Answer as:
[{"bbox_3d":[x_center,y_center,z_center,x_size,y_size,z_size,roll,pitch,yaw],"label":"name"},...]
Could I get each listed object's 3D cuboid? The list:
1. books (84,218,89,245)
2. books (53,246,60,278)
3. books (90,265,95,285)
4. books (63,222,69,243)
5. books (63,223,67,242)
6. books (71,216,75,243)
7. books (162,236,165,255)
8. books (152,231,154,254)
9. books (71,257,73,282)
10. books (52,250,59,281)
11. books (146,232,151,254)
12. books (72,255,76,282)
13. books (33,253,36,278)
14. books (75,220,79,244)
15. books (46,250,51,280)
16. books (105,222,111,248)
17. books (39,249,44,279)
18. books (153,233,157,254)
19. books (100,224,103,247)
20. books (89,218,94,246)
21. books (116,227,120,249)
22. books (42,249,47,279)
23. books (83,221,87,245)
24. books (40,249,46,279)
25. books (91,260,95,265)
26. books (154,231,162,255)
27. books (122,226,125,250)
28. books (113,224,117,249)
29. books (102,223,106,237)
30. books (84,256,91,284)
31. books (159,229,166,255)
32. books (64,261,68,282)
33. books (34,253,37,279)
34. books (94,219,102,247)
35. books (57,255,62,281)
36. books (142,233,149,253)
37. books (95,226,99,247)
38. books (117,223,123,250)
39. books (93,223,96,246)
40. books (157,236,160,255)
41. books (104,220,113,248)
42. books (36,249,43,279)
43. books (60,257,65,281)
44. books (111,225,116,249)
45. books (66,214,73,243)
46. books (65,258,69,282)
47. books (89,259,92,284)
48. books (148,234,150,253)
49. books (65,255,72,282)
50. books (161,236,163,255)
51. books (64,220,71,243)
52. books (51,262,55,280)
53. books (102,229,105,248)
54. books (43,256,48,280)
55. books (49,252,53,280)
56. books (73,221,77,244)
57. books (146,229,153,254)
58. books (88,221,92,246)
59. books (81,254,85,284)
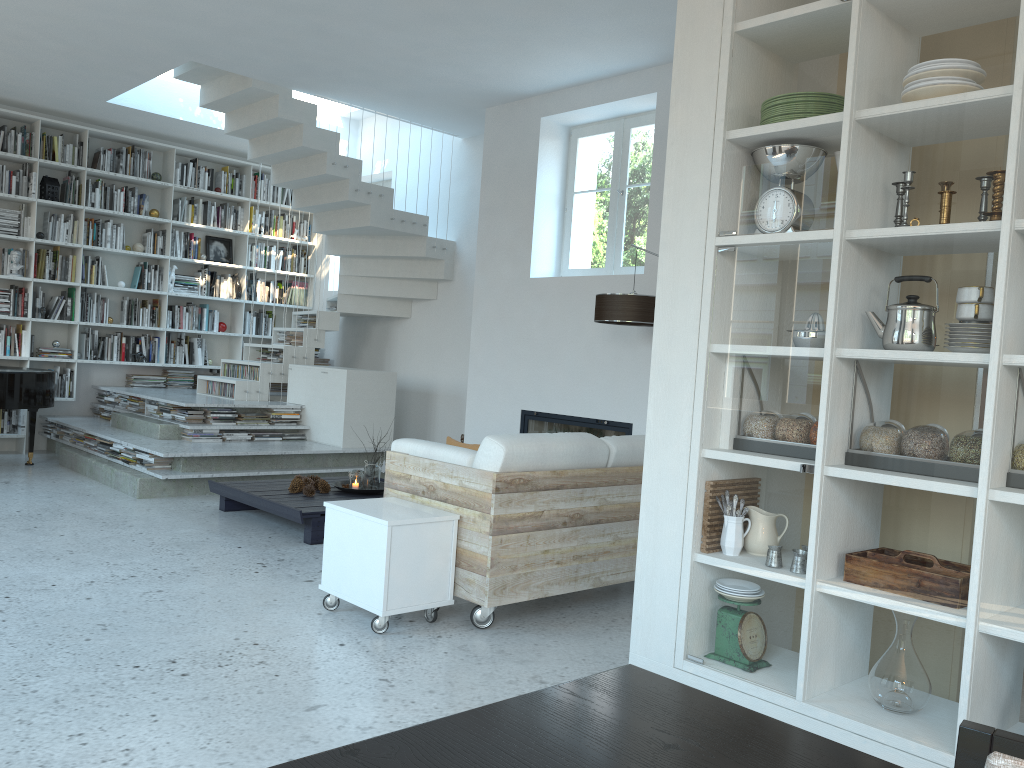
[{"bbox_3d":[-4.186,-1.483,8.701,0.014,0.278,0.153,2,3,-43],"label":"books"},{"bbox_3d":[-4.393,-1.153,8.527,0.021,0.338,0.169,2,3,-43],"label":"books"},{"bbox_3d":[-4.150,-1.069,8.728,0.017,0.192,0.191,2,3,-43],"label":"books"},{"bbox_3d":[-4.319,-1.454,8.557,0.029,0.211,0.157,2,3,-43],"label":"books"},{"bbox_3d":[-4.334,-1.448,8.542,0.027,0.196,0.185,2,3,-43],"label":"books"},{"bbox_3d":[-4.283,-1.486,8.596,0.025,0.277,0.173,2,3,-43],"label":"books"},{"bbox_3d":[-3.641,-1.422,9.192,0.012,0.206,0.169,2,3,-43],"label":"books"},{"bbox_3d":[-3.726,-1.445,9.127,0.016,0.244,0.151,2,3,-43],"label":"books"},{"bbox_3d":[-4.309,-1.105,8.632,0.019,0.248,0.148,2,3,-43],"label":"books"},{"bbox_3d":[-4.391,-1.130,8.506,0.019,0.293,0.182,2,3,-43],"label":"books"},{"bbox_3d":[-3.748,-1.441,9.108,0.012,0.232,0.154,2,3,-43],"label":"books"},{"bbox_3d":[-4.292,-1.114,8.643,0.033,0.269,0.141,2,3,-43],"label":"books"},{"bbox_3d":[-4.548,-1.114,8.403,0.014,0.244,0.145,2,3,-43],"label":"books"},{"bbox_3d":[-4.258,-1.465,8.620,0.026,0.238,0.173,2,3,-43],"label":"books"},{"bbox_3d":[-4.447,-1.134,8.472,0.019,0.294,0.163,2,3,-43],"label":"books"},{"bbox_3d":[-4.034,-1.468,8.805,0.030,0.263,0.182,2,3,-43],"label":"books"},{"bbox_3d":[-4.501,-1.136,8.438,0.035,0.293,0.145,2,3,-43],"label":"books"},{"bbox_3d":[-3.707,-1.437,9.147,0.016,0.228,0.160,2,3,-43],"label":"books"},{"bbox_3d":[-4.087,-1.458,8.770,0.022,0.237,0.164,2,3,-43],"label":"books"},{"bbox_3d":[-4.158,-1.485,8.744,0.014,0.284,0.135,2,3,-43],"label":"books"},{"bbox_3d":[-3.972,-1.450,8.887,0.021,0.232,0.183,2,3,-43],"label":"books"},{"bbox_3d":[-4.482,-1.135,8.456,0.035,0.293,0.145,2,3,-43],"label":"books"},{"bbox_3d":[-4.206,-1.466,8.690,0.030,0.242,0.138,2,3,-43],"label":"books"},{"bbox_3d":[-4.481,-1.134,8.436,0.035,0.293,0.145,2,3,-43],"label":"books"},{"bbox_3d":[-4.157,-1.095,8.755,0.008,0.242,0.169,2,3,-43],"label":"books"},{"bbox_3d":[-3.665,-1.449,9.163,0.016,0.257,0.175,2,3,-43],"label":"books"},{"bbox_3d":[-3.935,-1.460,8.937,0.034,0.254,0.160,2,3,-43],"label":"books"},{"bbox_3d":[-3.998,-1.467,8.881,0.024,0.262,0.133,2,3,-43],"label":"books"},{"bbox_3d":[-4.066,-1.467,8.809,0.011,0.257,0.131,2,3,-43],"label":"books"},{"bbox_3d":[-4.180,-1.114,8.699,0.013,0.279,0.191,2,3,-43],"label":"books"},{"bbox_3d":[-3.627,-1.458,9.192,0.005,0.278,0.182,2,3,-43],"label":"books"},{"bbox_3d":[-4.340,-1.083,8.565,0.034,0.204,0.181,2,3,-43],"label":"books"},{"bbox_3d":[-4.544,-1.116,8.422,0.013,0.247,0.176,2,3,-43],"label":"books"},{"bbox_3d":[-4.095,-1.479,8.752,0.014,0.280,0.177,2,3,-43],"label":"books"},{"bbox_3d":[-4.385,-1.110,8.544,0.033,0.253,0.174,2,3,-43],"label":"books"},{"bbox_3d":[-3.766,-1.436,9.099,0.015,0.220,0.140,2,3,-43],"label":"books"},{"bbox_3d":[-4.125,-1.449,8.754,0.026,0.216,0.161,2,3,-43],"label":"books"},{"bbox_3d":[-3.947,-1.469,8.894,0.024,0.272,0.169,2,3,-43],"label":"books"},{"bbox_3d":[-4.137,-1.460,8.739,0.013,0.236,0.157,2,3,-43],"label":"books"},{"bbox_3d":[-3.684,-1.422,9.161,0.013,0.202,0.173,2,3,-43],"label":"books"},{"bbox_3d":[-4.030,-1.485,8.843,0.027,0.295,0.159,2,3,-43],"label":"books"},{"bbox_3d":[-4.503,-1.135,8.422,0.035,0.293,0.145,2,3,-43],"label":"books"},{"bbox_3d":[-4.351,-1.103,8.542,0.027,0.242,0.188,2,3,-43],"label":"books"},{"bbox_3d":[-4.002,-1.458,8.850,0.025,0.245,0.183,2,3,-43],"label":"books"},{"bbox_3d":[-4.296,-1.495,8.586,0.028,0.293,0.154,2,3,-43],"label":"books"},{"bbox_3d":[-4.333,-1.101,8.596,0.028,0.239,0.145,2,3,-43],"label":"books"},{"bbox_3d":[-4.180,-1.103,8.739,0.013,0.256,0.144,2,3,-43],"label":"books"},{"bbox_3d":[-3.756,-1.428,9.104,0.005,0.205,0.153,2,3,-43],"label":"books"},{"bbox_3d":[-4.312,-1.114,8.608,0.032,0.266,0.142,2,3,-43],"label":"books"},{"bbox_3d":[-3.656,-1.422,9.172,0.013,0.204,0.173,2,3,-43],"label":"books"},{"bbox_3d":[-4.309,-1.466,8.574,0.024,0.234,0.149,2,3,-43],"label":"books"},{"bbox_3d":[-4.436,-1.077,8.523,0.030,0.181,0.131,2,3,-43],"label":"books"},{"bbox_3d":[-4.077,-1.436,8.793,0.025,0.194,0.171,2,3,-43],"label":"books"},{"bbox_3d":[-4.464,-1.103,8.464,0.015,0.232,0.180,2,3,-43],"label":"books"},{"bbox_3d":[-4.449,-1.126,8.502,0.035,0.278,0.139,2,3,-43],"label":"books"},{"bbox_3d":[-4.262,-1.461,8.596,0.028,0.230,0.176,2,3,-43],"label":"books"},{"bbox_3d":[-3.729,-1.457,9.107,0.015,0.267,0.164,2,3,-43],"label":"books"},{"bbox_3d":[-4.166,-1.467,8.699,0.014,0.248,0.176,2,3,-43],"label":"books"},{"bbox_3d":[-4.223,-1.121,8.680,0.035,0.288,0.191,2,3,-43],"label":"books"}]
